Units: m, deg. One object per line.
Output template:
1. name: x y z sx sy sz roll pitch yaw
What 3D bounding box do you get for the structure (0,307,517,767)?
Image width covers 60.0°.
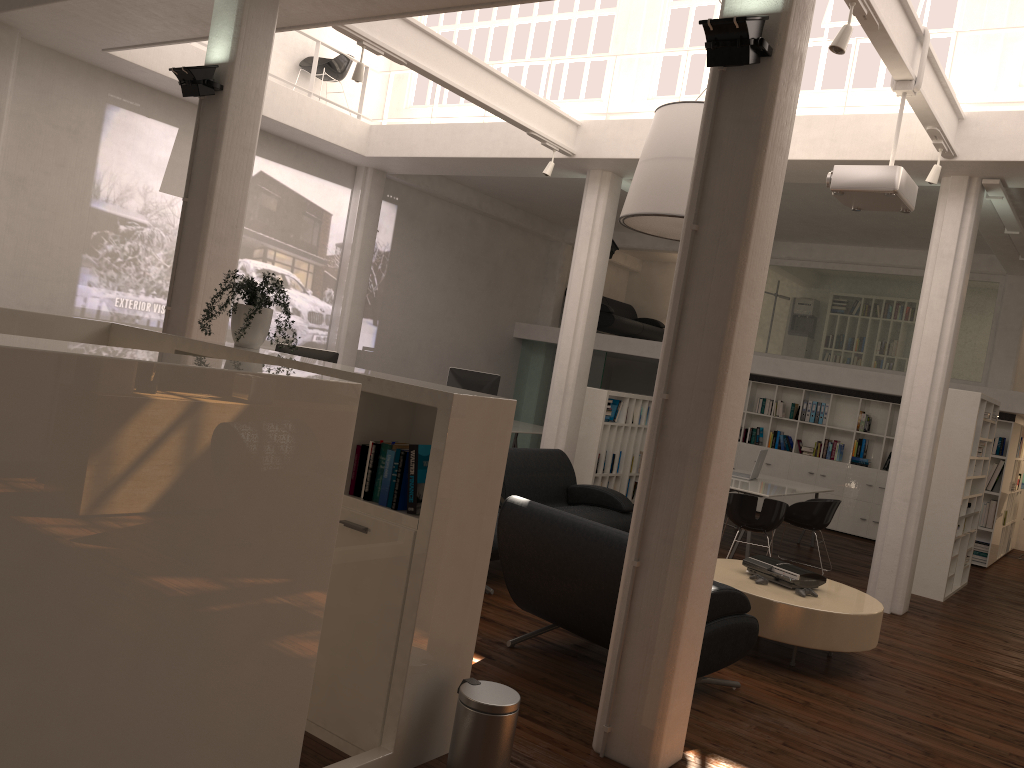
1. structure: -2.745 0.613 3.726 3.131 1.914 4.752 11 2 35

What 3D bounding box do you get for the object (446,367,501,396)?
1. object: -0.697 0.215 15.057 0.886 0.888 0.347 9 2 -10

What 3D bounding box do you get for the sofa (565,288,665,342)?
1. sofa: 2.649 -1.586 22.023 1.467 1.119 3.087 11 2 35

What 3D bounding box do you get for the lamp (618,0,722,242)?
1. lamp: 2.079 -3.596 8.579 1.386 4.284 1.386 8 2 -41

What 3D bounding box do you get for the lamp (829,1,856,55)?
1. lamp: 2.298 -2.482 6.166 0.136 0.357 0.117 10 2 29

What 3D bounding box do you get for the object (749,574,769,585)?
1. object: 2.153 1.694 7.723 0.119 0.062 0.193 10 2 -4

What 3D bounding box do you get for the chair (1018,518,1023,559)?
1. chair: 10.146 2.809 16.647 0.994 1.183 0.991 9 2 -35

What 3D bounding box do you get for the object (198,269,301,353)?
1. object: -1.650 -0.482 5.706 0.646 0.504 0.709 9 2 -24

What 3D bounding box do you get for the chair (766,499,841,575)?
1. chair: 3.948 1.985 11.946 0.757 1.004 0.795 11 2 30

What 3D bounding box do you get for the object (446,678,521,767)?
1. object: -0.138 1.770 4.436 0.415 0.465 0.311 10 2 18

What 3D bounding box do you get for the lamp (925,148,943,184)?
1. lamp: 4.324 -2.217 9.065 0.136 0.357 0.117 11 2 41

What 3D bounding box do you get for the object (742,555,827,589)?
1. object: 2.427 1.683 7.919 0.471 0.163 0.558 9 2 -35

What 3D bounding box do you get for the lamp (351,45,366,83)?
1. lamp: -1.523 -3.206 8.909 0.136 0.357 0.117 11 2 41

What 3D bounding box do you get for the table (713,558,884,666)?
1. table: 2.387 2.052 7.874 1.616 0.570 1.616 10 2 28

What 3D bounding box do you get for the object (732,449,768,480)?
1. object: 3.523 1.180 13.499 0.557 0.470 0.702 10 2 25

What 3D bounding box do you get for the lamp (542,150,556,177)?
1. lamp: 0.494 -2.943 11.799 0.136 0.357 0.117 10 2 29

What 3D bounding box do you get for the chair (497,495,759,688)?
1. chair: 0.834 1.541 6.526 1.481 1.130 1.454 8 2 -43

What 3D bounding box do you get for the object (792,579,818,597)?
1. object: 2.462 1.733 7.544 0.193 0.099 0.231 9 2 -32

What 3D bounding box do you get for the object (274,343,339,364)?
1. object: -2.793 -0.051 11.811 0.886 0.888 0.347 9 2 -35

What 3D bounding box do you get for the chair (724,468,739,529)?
1. chair: 3.341 1.805 14.744 0.795 1.004 0.757 9 2 -20

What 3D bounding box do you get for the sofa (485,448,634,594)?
1. sofa: 0.122 1.344 9.502 1.467 1.119 3.087 11 2 35

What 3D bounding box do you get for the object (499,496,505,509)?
1. object: -0.285 1.158 9.100 0.586 0.352 0.331 8 2 -40

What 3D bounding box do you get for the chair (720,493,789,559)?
1. chair: 2.956 1.844 10.949 0.795 1.004 0.757 10 2 10
